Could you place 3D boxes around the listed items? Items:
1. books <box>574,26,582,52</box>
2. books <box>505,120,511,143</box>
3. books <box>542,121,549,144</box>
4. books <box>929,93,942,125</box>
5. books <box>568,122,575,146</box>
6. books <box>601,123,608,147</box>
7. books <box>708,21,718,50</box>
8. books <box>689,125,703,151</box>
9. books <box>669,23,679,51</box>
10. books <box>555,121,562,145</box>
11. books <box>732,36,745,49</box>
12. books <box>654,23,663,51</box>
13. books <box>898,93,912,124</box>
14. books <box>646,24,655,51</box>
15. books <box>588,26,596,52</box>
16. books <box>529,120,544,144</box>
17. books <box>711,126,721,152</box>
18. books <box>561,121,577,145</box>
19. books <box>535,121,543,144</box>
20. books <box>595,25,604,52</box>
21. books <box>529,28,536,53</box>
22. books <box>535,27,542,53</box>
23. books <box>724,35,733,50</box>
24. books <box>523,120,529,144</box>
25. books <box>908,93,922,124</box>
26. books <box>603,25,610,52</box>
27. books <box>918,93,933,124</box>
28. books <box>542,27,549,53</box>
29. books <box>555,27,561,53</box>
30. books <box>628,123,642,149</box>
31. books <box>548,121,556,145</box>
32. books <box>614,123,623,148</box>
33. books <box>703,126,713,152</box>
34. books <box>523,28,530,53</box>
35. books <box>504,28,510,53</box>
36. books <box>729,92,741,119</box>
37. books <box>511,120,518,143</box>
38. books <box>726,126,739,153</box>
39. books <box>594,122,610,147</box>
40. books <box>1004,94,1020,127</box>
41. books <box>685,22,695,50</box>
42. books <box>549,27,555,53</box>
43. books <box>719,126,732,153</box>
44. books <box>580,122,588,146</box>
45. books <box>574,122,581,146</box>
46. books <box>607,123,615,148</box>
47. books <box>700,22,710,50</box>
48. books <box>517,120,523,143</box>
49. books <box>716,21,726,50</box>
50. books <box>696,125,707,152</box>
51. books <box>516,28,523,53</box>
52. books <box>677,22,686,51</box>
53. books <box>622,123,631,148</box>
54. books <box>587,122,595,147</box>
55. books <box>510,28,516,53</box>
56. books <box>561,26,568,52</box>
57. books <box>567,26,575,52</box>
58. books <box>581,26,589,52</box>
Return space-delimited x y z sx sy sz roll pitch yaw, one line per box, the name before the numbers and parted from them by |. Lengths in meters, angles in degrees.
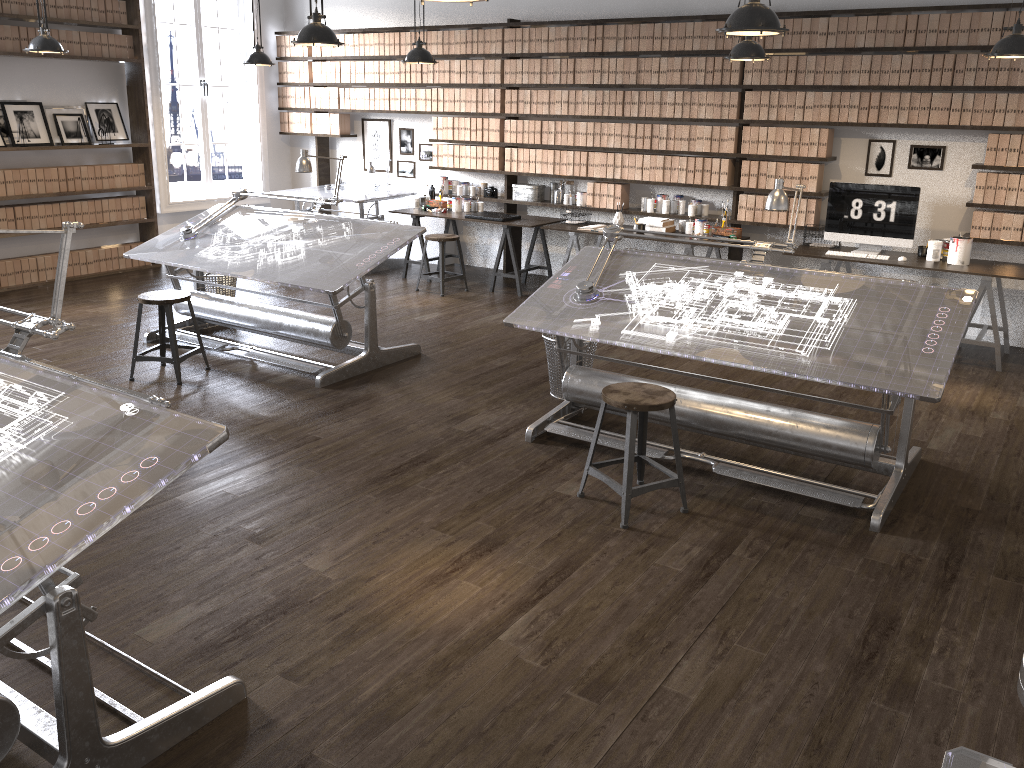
books | 0.636 -3.104 7.991 0.067 0.223 0.176 11 19 32
books | 0.004 -2.448 8.590 0.067 0.223 0.176 11 19 32
books | 0.359 -2.371 8.369 0.067 0.223 0.176 11 19 32
books | 3.139 -2.029 6.533 0.067 0.222 0.176 11 19 32
books | 0.589 -2.318 8.216 0.067 0.223 0.176 11 19 32
books | 0.878 -2.257 8.040 0.067 0.223 0.176 11 19 32
books | 1.687 -2.870 7.318 0.067 0.223 0.176 11 19 32
books | 1.585 -2.100 7.589 0.067 0.222 0.176 11 19 32
books | 1.405 -2.935 7.504 0.067 0.223 0.176 11 19 32
books | 0.477 -2.345 8.294 0.067 0.223 0.176 11 19 32
books | 1.862 -2.833 7.208 0.067 0.223 0.176 11 19 32
books | 1.282 -2.959 7.574 0.067 0.223 0.176 11 19 32
books | 2.960 -2.068 6.645 0.067 0.223 0.176 11 19 32
books | 1.222 -2.973 7.612 0.067 0.223 0.176 11 19 32
books | 0.755 -3.078 7.916 0.067 0.223 0.176 11 19 32
books | 0.234 -2.398 8.448 0.067 0.222 0.176 11 19 32
books | 1.752 -2.064 7.483 0.067 0.223 0.176 11 19 32
books | 0.536 -2.332 8.256 0.067 0.223 0.176 11 19 32
books | 0.293 -2.383 8.404 0.067 0.223 0.176 11 19 32
books | 0.814 -3.063 7.872 0.067 0.223 0.176 11 19 32
books | 0.236 -3.192 8.246 0.067 0.223 0.176 11 19 32
books | 0.293 -3.179 8.208 0.067 0.223 0.176 11 19 32
books | 1.805 -2.847 7.249 0.067 0.223 0.176 11 19 32
books | 0.178 -2.410 8.481 0.067 0.222 0.176 11 19 32
books | 3.021 -2.056 6.612 0.067 0.223 0.176 11 19 32
books | 0.879 -3.051 7.837 0.067 0.222 0.176 11 19 32
books | 3.078 -2.043 6.573 0.067 0.223 0.176 11 19 32
books | 0.350 -3.165 8.167 0.067 0.223 0.176 11 19 32
books | 0.464 -3.141 8.099 0.067 0.222 0.176 11 19 32
books | 1.108 -2.205 7.891 0.067 0.222 0.176 11 19 32
books | 0.415 -2.357 8.328 0.067 0.223 0.176 11 19 32
books | 0.993 -2.229 7.959 0.067 0.223 0.176 11 19 32
books | 1.691 -2.076 7.517 0.067 0.223 0.176 11 19 32
books | 0.176 -3.204 8.280 0.067 0.223 0.176 11 19 32
books | 0.003 -3.243 8.391 0.067 0.222 0.176 11 19 32
books | 1.868 -2.304 7.342 0.067 0.223 0.176 11 19 32
books | 0.063 -2.434 8.549 0.067 0.223 0.176 11 19 32
books | 1.862 -2.038 7.408 0.067 0.223 0.176 11 19 32
books | 0.819 -2.269 8.076 0.067 0.223 0.176 11 19 32
books | 3.548 -1.939 6.272 0.067 0.222 0.176 11 19 32
books | 1.519 -2.908 7.425 0.067 0.223 0.176 11 19 32
books | 0.411 -3.152 8.131 0.067 0.222 0.176 11 19 32
books | 1.811 -2.051 7.448 0.067 0.223 0.176 11 19 32
books | 0.699 -2.295 8.150 0.067 0.222 0.176 11 19 32
books | 0.647 -2.307 8.184 0.067 0.222 0.176 11 19 32
books | 0.934 -2.243 8.000 0.067 0.223 0.176 11 19 32
books | 1.633 -2.884 7.357 0.067 0.222 0.176 11 19 32
books | 0.123 -2.420 8.511 0.067 0.223 0.176 11 19 32
books | 1.746 -2.860 7.287 0.067 0.223 0.176 11 19 32
books | 1.637 -2.088 7.554 0.067 0.222 0.176 11 19 32
books | 0.113 -3.217 8.316 0.067 0.223 0.176 11 19 32
books | 1.462 -2.922 7.466 0.067 0.223 0.176 11 19 32
books | 1.053 -2.216 7.921 0.067 0.223 0.176 11 19 32
books | 0.758 -2.281 8.110 0.067 0.223 0.176 11 19 32
books | 0.053 -3.230 8.354 0.067 0.223 0.176 11 19 32
books | 0.518 -3.128 8.060 0.067 0.223 0.176 11 19 32
books | 0.577 -3.117 8.029 0.067 0.223 0.176 11 19 32
books | 0.693 -3.090 7.950 0.067 0.223 0.176 11 19 32
